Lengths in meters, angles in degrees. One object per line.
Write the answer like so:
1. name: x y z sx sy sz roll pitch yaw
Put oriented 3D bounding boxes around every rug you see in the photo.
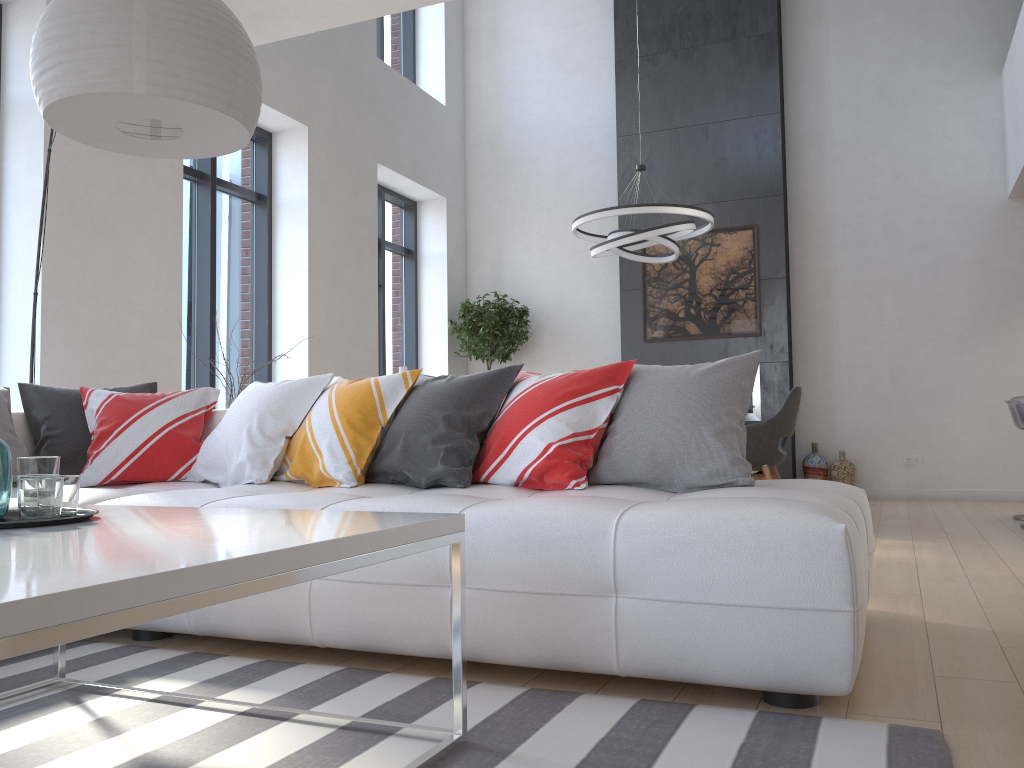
1. rug: -0.539 0.681 1.434 2.326 0.016 1.662 -2 -4 23

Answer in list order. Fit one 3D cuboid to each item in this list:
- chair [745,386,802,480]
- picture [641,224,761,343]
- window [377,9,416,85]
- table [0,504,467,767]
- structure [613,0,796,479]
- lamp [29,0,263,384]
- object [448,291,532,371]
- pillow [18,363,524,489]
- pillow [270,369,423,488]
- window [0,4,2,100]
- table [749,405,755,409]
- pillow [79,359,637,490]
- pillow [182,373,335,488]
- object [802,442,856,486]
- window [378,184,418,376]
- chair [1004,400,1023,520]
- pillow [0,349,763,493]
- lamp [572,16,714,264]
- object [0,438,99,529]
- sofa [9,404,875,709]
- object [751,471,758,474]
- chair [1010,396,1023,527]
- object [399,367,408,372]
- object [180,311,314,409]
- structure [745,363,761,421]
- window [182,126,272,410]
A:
1. chair: 1.615 0.469 5.894 0.619 0.891 0.655 -2 -4 25
2. picture: 1.693 -0.897 8.009 1.056 0.990 0.026 -2 -4 23
3. window: -1.341 -4.037 8.651 0.170 2.402 1.310 -2 -4 23
4. table: -0.805 0.463 1.428 1.091 0.435 1.091 -2 -4 23
5. structure: 1.665 -2.136 8.057 1.500 6.351 0.722 -2 -4 23
6. lamp: -1.716 -0.496 3.554 0.710 2.647 3.199 1 -4 -31
7. object: -0.201 0.090 8.694 0.801 2.019 0.813 -3 -4 27
8. pillow: -0.955 0.169 3.334 2.120 0.436 0.608 -2 -4 19
9. pillow: -1.351 0.166 2.921 2.095 0.440 0.630 0 -4 -20
10. window: -3.117 -0.914 4.238 0.170 2.402 1.310 -2 -4 23
11. table: 0.943 0.555 6.236 1.499 0.764 1.499 -2 -3 12
12. pillow: -0.651 0.184 3.211 2.250 0.449 0.575 -2 -4 21
13. pillow: -1.632 0.143 2.771 2.156 0.456 0.580 2 -4 -41
14. object: 2.753 0.758 7.699 0.442 0.501 0.219 -2 -4 20
15. window: -1.294 -0.694 8.454 0.170 2.402 1.310 -2 -4 23
16. chair: 3.504 0.491 5.830 0.434 0.787 0.475 -4 -4 41
17. pillow: -0.695 0.134 2.870 2.953 0.453 0.647 -1 -3 11
18. lamp: 0.901 -3.139 6.451 1.000 4.513 1.000 -2 -4 25
19. object: -0.963 0.129 1.682 0.330 0.265 0.330 2 -5 -43
20. sofa: -0.889 0.384 2.410 3.424 0.732 2.614 -2 -4 23
21. object: 1.789 0.727 8.088 1.005 0.195 0.363 -2 -4 22
22. chair: 3.269 0.465 5.332 0.434 0.787 0.475 0 -3 -14
23. object: -0.535 0.129 3.826 0.319 0.398 0.316 2 -5 -43
24. object: -1.294 -0.009 4.247 0.607 0.744 0.406 1 -4 -27
25. structure: 1.763 0.023 8.087 1.010 0.651 0.295 -2 -4 23
26. window: -2.205 -0.804 6.347 0.170 2.402 1.310 -2 -4 23
